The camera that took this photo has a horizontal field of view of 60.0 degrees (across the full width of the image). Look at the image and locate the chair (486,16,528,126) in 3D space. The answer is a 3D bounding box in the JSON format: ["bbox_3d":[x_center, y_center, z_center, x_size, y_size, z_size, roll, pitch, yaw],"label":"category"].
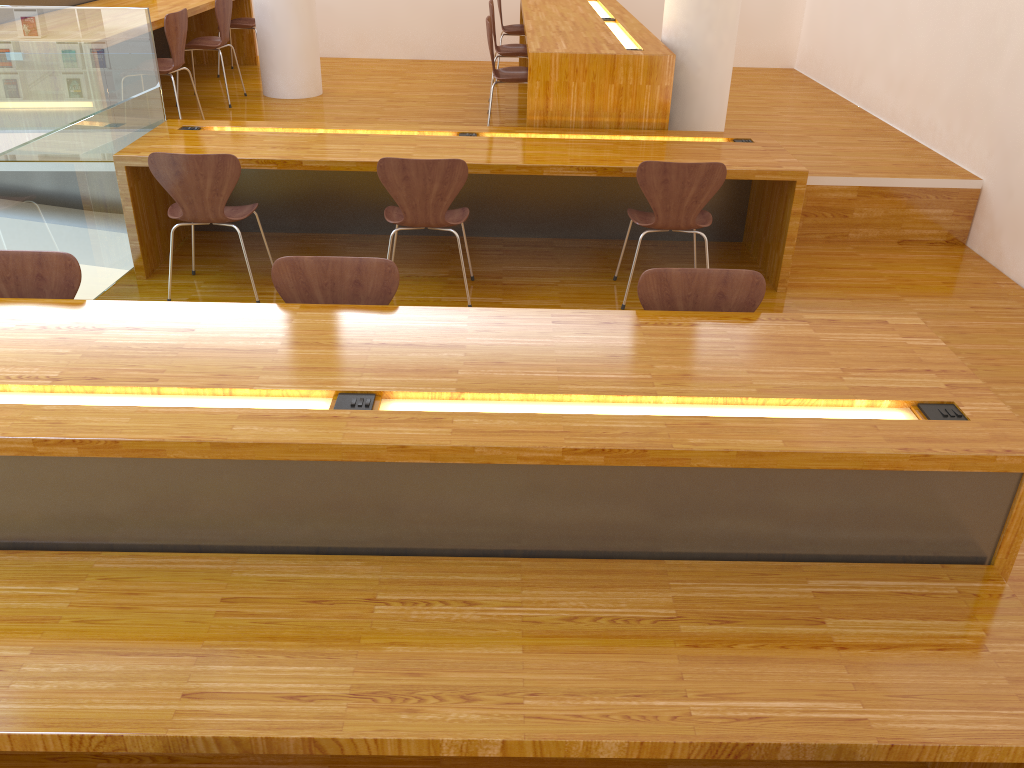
[{"bbox_3d":[0.032,-1.789,5.254,0.381,0.693,0.428,1,29,-1],"label":"chair"}]

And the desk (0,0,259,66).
[{"bbox_3d":[-2.920,-2.319,5.987,1.527,0.785,3.243,1,29,-1],"label":"desk"}]

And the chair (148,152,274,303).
[{"bbox_3d":[-1.361,-0.755,4.063,0.428,0.693,0.381,1,29,-1],"label":"chair"}]

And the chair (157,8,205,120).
[{"bbox_3d":[-2.093,-1.828,5.221,0.381,0.693,0.428,1,29,-1],"label":"chair"}]

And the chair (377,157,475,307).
[{"bbox_3d":[-0.390,-0.738,4.078,0.428,0.693,0.381,1,29,-1],"label":"chair"}]

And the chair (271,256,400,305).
[{"bbox_3d":[-0.546,0.002,2.716,0.428,0.693,0.381,1,29,-1],"label":"chair"}]

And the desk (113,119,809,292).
[{"bbox_3d":[-0.233,-0.926,4.532,3.185,0.606,0.760,1,29,-1],"label":"desk"}]

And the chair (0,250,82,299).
[{"bbox_3d":[-1.517,-0.016,2.701,0.428,0.693,0.381,1,29,-1],"label":"chair"}]

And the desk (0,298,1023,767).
[{"bbox_3d":[-0.413,0.476,2.280,3.236,0.918,1.285,1,29,-1],"label":"desk"}]

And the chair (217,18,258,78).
[{"bbox_3d":[-2.142,-2.830,7.055,0.381,0.693,0.428,1,29,-1],"label":"chair"}]

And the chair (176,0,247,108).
[{"bbox_3d":[-2.098,-2.293,6.074,0.381,0.693,0.428,1,29,-1],"label":"chair"}]

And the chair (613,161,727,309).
[{"bbox_3d":[0.729,-0.736,4.129,0.428,0.693,0.381,1,29,-1],"label":"chair"}]

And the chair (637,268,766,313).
[{"bbox_3d":[0.572,0.040,2.700,0.428,0.693,0.381,1,29,-1],"label":"chair"}]

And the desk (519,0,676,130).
[{"bbox_3d":[0.451,-2.202,6.110,0.760,0.606,3.185,1,29,-1],"label":"desk"}]

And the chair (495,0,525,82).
[{"bbox_3d":[0.059,-2.791,7.089,0.381,0.693,0.428,1,29,-1],"label":"chair"}]

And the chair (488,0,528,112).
[{"bbox_3d":[0.027,-2.255,6.107,0.381,0.693,0.428,1,29,-1],"label":"chair"}]
